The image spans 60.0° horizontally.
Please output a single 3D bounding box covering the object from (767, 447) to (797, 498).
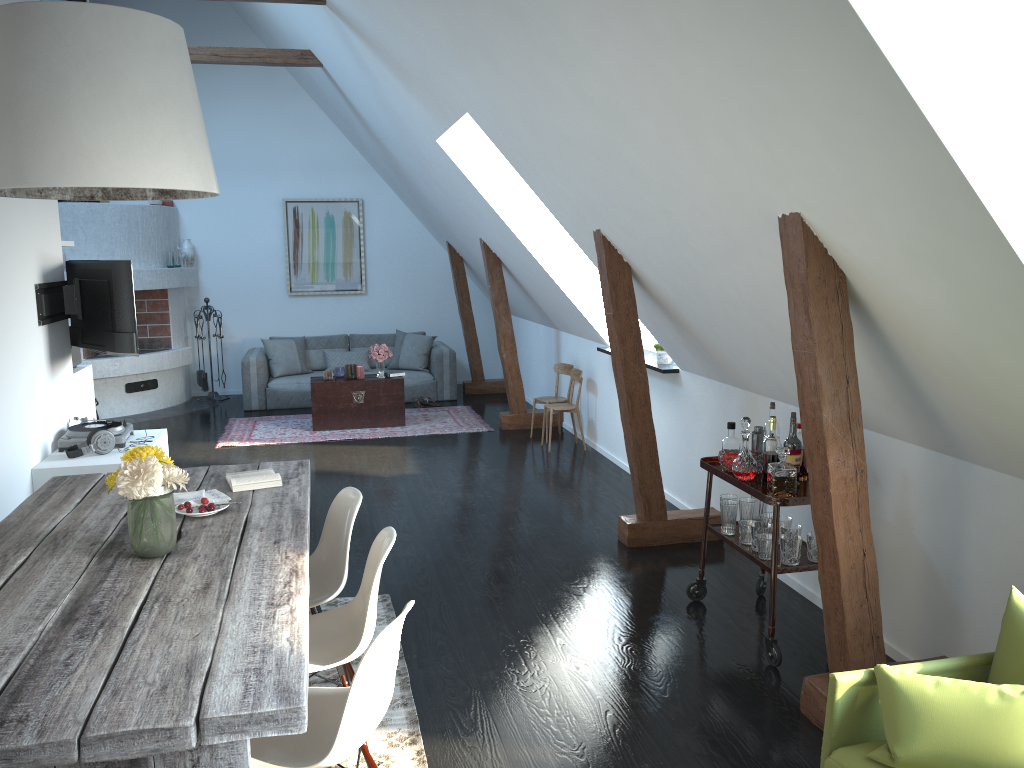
[{"bbox_3d":[1.136,0.372,3.730,0.101,0.211,0.101,0,9,3],"label":"object"}]

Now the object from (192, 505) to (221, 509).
[{"bbox_3d":[-1.172,0.473,3.401,0.110,0.011,0.058,-2,9,-8],"label":"object"}]

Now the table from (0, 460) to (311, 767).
[{"bbox_3d":[-1.255,0.943,3.021,1.141,0.788,2.421,-3,9,-12],"label":"table"}]

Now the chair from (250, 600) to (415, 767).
[{"bbox_3d":[-0.539,1.003,2.515,0.542,0.801,0.465,1,9,13],"label":"chair"}]

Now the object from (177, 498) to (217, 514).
[{"bbox_3d":[-1.199,0.468,3.382,0.132,0.034,0.144,-8,11,-40],"label":"object"}]

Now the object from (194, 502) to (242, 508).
[{"bbox_3d":[-1.136,0.464,3.413,0.194,0.022,0.019,0,9,3],"label":"object"}]

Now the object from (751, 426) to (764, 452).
[{"bbox_3d":[1.198,0.298,4.329,0.052,0.182,0.135,3,10,24],"label":"object"}]

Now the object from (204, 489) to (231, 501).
[{"bbox_3d":[-1.246,0.457,3.567,0.182,0.014,0.185,-8,11,-38],"label":"object"}]

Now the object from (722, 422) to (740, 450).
[{"bbox_3d":[1.064,0.288,4.310,0.087,0.206,0.087,1,9,12],"label":"object"}]

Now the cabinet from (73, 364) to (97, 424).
[{"bbox_3d":[-3.617,0.366,6.581,0.869,0.921,0.638,-3,9,-12],"label":"cabinet"}]

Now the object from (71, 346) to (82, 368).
[{"bbox_3d":[-3.441,-0.194,6.478,0.435,0.211,0.496,-3,9,-13],"label":"object"}]

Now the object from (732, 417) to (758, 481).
[{"bbox_3d":[1.055,0.291,4.009,0.114,0.292,0.114,-8,11,-40],"label":"object"}]

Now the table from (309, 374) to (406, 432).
[{"bbox_3d":[-1.571,0.177,9.032,0.962,0.492,0.471,-3,9,-12],"label":"table"}]

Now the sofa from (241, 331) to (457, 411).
[{"bbox_3d":[-1.947,-0.204,10.669,2.458,0.770,1.107,-3,9,-12],"label":"sofa"}]

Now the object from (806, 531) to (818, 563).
[{"bbox_3d":[1.326,0.709,3.852,0.095,0.119,0.095,6,11,39],"label":"object"}]

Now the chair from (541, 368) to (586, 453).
[{"bbox_3d":[0.453,0.226,7.845,0.342,0.696,0.329,-3,9,-11],"label":"chair"}]

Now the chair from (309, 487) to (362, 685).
[{"bbox_3d":[-0.861,0.848,3.556,0.542,0.801,0.465,-5,10,-26],"label":"chair"}]

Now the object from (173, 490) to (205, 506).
[{"bbox_3d":[-1.331,0.457,3.565,0.182,0.016,0.179,-4,9,-17],"label":"object"}]

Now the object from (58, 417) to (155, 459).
[{"bbox_3d":[-2.691,0.332,5.886,0.558,0.162,0.742,-3,9,-15],"label":"object"}]

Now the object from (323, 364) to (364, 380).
[{"bbox_3d":[-1.696,-0.128,8.997,0.413,0.138,0.215,-1,9,-1],"label":"object"}]

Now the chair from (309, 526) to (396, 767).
[{"bbox_3d":[-0.661,0.919,3.073,0.542,0.801,0.465,-3,9,-11],"label":"chair"}]

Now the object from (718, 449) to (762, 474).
[{"bbox_3d":[1.093,0.367,4.165,0.245,0.092,0.151,2,9,16],"label":"object"}]

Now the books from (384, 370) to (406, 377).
[{"bbox_3d":[-1.235,-0.109,9.158,0.179,0.034,0.243,-7,11,-34],"label":"books"}]

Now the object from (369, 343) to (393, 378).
[{"bbox_3d":[-1.344,-0.246,9.025,0.235,0.351,0.234,6,11,37],"label":"object"}]

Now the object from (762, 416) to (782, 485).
[{"bbox_3d":[1.157,0.293,3.945,0.081,0.307,0.081,-2,9,-7],"label":"object"}]

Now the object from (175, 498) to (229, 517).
[{"bbox_3d":[-1.188,0.478,3.397,0.205,0.024,0.205,-4,9,-20],"label":"object"}]

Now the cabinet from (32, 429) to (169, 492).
[{"bbox_3d":[-2.672,0.665,5.906,0.623,0.507,1.069,-3,9,-12],"label":"cabinet"}]

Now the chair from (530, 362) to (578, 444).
[{"bbox_3d":[0.385,0.167,8.239,0.342,0.696,0.329,-6,10,-29],"label":"chair"}]

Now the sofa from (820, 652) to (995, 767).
[{"bbox_3d":[1.508,1.107,1.562,0.898,0.825,2.093,-3,9,-13],"label":"sofa"}]

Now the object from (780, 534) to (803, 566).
[{"bbox_3d":[1.200,0.715,3.822,0.095,0.119,0.095,6,11,39],"label":"object"}]

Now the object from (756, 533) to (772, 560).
[{"bbox_3d":[1.117,0.716,3.895,0.092,0.099,0.092,-7,11,-34],"label":"object"}]

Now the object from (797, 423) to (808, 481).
[{"bbox_3d":[1.299,0.305,4.018,0.067,0.257,0.099,-2,9,-7],"label":"object"}]

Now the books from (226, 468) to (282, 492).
[{"bbox_3d":[-1.115,0.404,3.822,0.202,0.042,0.251,-5,10,-24],"label":"books"}]

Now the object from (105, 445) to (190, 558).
[{"bbox_3d":[-1.188,0.380,2.900,0.233,0.365,0.293,-8,12,-41],"label":"object"}]

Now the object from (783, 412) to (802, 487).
[{"bbox_3d":[1.232,0.287,3.897,0.080,0.329,0.080,-4,9,-21],"label":"object"}]

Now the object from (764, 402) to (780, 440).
[{"bbox_3d":[1.231,0.245,4.204,0.073,0.320,0.073,-4,9,-21],"label":"object"}]
